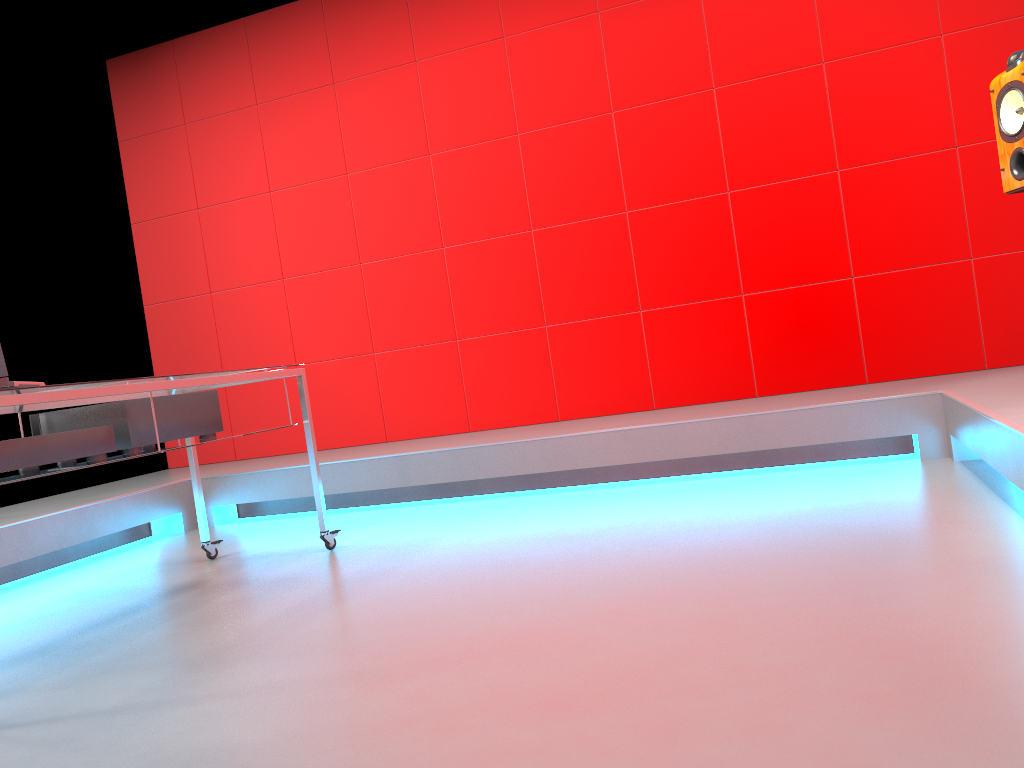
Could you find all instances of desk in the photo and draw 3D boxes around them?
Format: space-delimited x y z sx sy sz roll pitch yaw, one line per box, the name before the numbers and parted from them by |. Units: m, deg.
desk | -1.202 0.353 2.622 0.594 0.690 1.617 -8 1 19

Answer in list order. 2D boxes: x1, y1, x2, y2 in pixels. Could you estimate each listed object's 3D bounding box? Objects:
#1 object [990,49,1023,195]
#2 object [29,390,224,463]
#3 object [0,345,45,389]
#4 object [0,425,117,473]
object | 1.700 -0.510 2.732 0.265 1.058 0.231 -8 1 -1
object | -1.224 0.135 2.850 0.371 0.158 0.431 -8 1 19
object | -1.384 -0.103 2.145 0.342 0.285 0.340 -9 1 -11
object | -1.371 0.200 2.383 0.365 0.092 0.435 -8 1 19
